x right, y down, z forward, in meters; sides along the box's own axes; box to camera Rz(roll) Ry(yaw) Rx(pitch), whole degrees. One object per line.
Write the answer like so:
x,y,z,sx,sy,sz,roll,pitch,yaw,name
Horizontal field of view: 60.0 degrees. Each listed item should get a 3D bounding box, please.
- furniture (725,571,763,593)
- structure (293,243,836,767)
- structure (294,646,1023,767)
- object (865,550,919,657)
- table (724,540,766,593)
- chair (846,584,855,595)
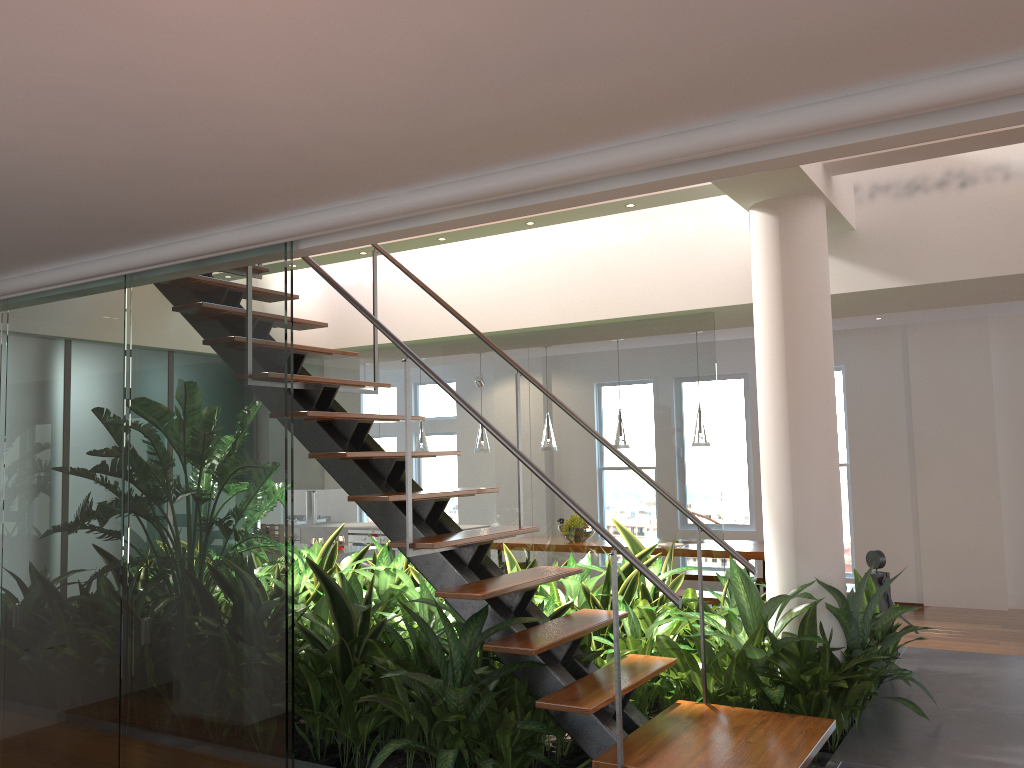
1.775,1.928,8.129,1.433,0.389,0.316,-4,-6,31,furniture
-0.660,-0.372,4.789,4.591,4.265,2.552,-4,-6,31,structure
0.066,1.677,4.459,5.584,0.386,3.088,-4,-6,31,structure
2.053,1.189,4.839,0.318,0.565,0.134,1,-5,-23,object
-0.242,1.860,8.676,5.996,0.704,0.893,-4,-6,31,table
2.627,1.801,6.955,0.460,0.400,0.460,-5,-6,41,chair
